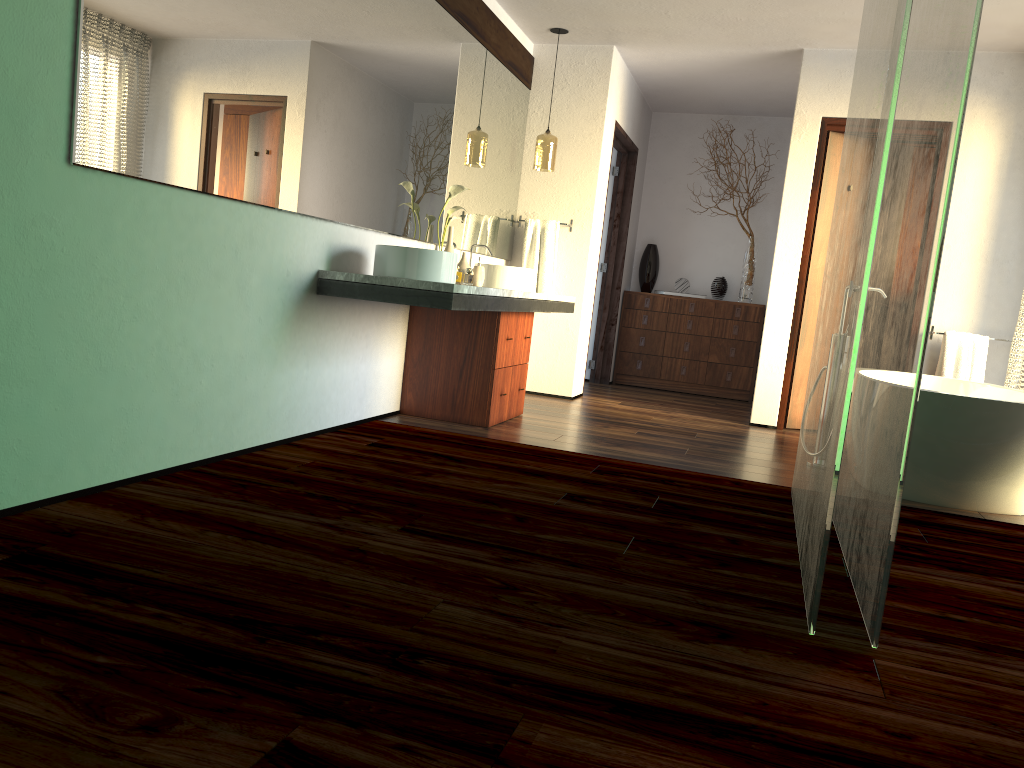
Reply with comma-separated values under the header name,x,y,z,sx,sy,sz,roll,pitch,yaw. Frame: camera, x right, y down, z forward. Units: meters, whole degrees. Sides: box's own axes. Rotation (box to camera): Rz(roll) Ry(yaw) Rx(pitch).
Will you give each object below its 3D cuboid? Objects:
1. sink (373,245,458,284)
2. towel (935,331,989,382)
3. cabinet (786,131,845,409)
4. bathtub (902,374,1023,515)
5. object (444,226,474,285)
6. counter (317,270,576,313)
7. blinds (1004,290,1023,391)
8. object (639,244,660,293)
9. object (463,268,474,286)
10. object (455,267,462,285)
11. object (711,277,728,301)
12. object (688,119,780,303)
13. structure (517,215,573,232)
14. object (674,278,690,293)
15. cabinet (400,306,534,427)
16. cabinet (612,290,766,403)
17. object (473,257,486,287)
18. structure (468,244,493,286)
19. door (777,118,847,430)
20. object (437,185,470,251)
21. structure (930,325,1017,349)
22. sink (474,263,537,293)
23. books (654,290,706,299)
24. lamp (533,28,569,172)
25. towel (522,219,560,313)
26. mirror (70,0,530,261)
name,x,y,z,sx,sy,sz,roll,pitch,yaw
sink,-0.415,-0.514,3.815,0.363,0.131,0.351,8,6,19
towel,2.628,0.014,5.221,0.261,0.637,0.154,6,6,0
cabinet,2.940,-0.886,6.716,1.504,2.365,0.353,8,7,18
bathtub,1.991,0.239,4.145,0.775,0.485,1.597,8,6,16
object,-0.297,-0.685,4.727,0.246,0.305,0.117,12,8,43
counter,-0.198,-0.454,4.568,0.595,0.101,2.226,8,6,16
blinds,2.706,-0.638,4.125,0.184,2.338,2.095,8,6,16
object,1.178,-0.991,7.609,0.174,0.417,0.167,10,7,29
object,-0.225,-0.561,4.619,0.039,0.091,0.056,9,7,26
object,-0.295,-0.564,4.596,0.065,0.092,0.039,4,7,-23
object,1.739,-0.803,7.434,0.136,0.200,0.141,3,7,-29
object,1.735,-1.420,7.277,0.716,1.451,0.842,3,7,-30
structure,0.217,-1.088,5.979,0.374,0.088,0.101,8,6,18
object,1.448,-0.837,7.530,0.132,0.131,0.129,8,6,12
cabinet,-0.218,-0.130,4.806,0.519,0.600,0.649,8,6,16
cabinet,1.498,-0.329,7.506,1.155,0.801,0.397,8,7,18
object,-0.180,-0.603,4.755,0.070,0.158,0.070,6,6,0
structure,-0.203,-0.685,5.109,0.167,0.242,0.065,9,7,21
door,2.203,-0.639,5.642,0.741,1.948,0.457,8,7,17
object,-0.338,-0.783,4.652,0.187,0.504,0.244,6,6,-6
structure,2.719,-0.276,5.200,0.459,0.088,0.101,8,6,18
sink,-0.044,-0.610,5.091,0.356,0.131,0.358,6,6,-6
books,1.488,-0.754,7.530,0.494,0.034,0.248,5,6,-7
lamp,0.252,-1.803,5.646,0.136,0.868,0.142,3,7,-31
towel,0.176,-0.787,5.951,0.264,0.637,0.157,11,8,35
mirror,-0.507,-1.276,4.133,0.017,1.153,4.020,8,6,16
